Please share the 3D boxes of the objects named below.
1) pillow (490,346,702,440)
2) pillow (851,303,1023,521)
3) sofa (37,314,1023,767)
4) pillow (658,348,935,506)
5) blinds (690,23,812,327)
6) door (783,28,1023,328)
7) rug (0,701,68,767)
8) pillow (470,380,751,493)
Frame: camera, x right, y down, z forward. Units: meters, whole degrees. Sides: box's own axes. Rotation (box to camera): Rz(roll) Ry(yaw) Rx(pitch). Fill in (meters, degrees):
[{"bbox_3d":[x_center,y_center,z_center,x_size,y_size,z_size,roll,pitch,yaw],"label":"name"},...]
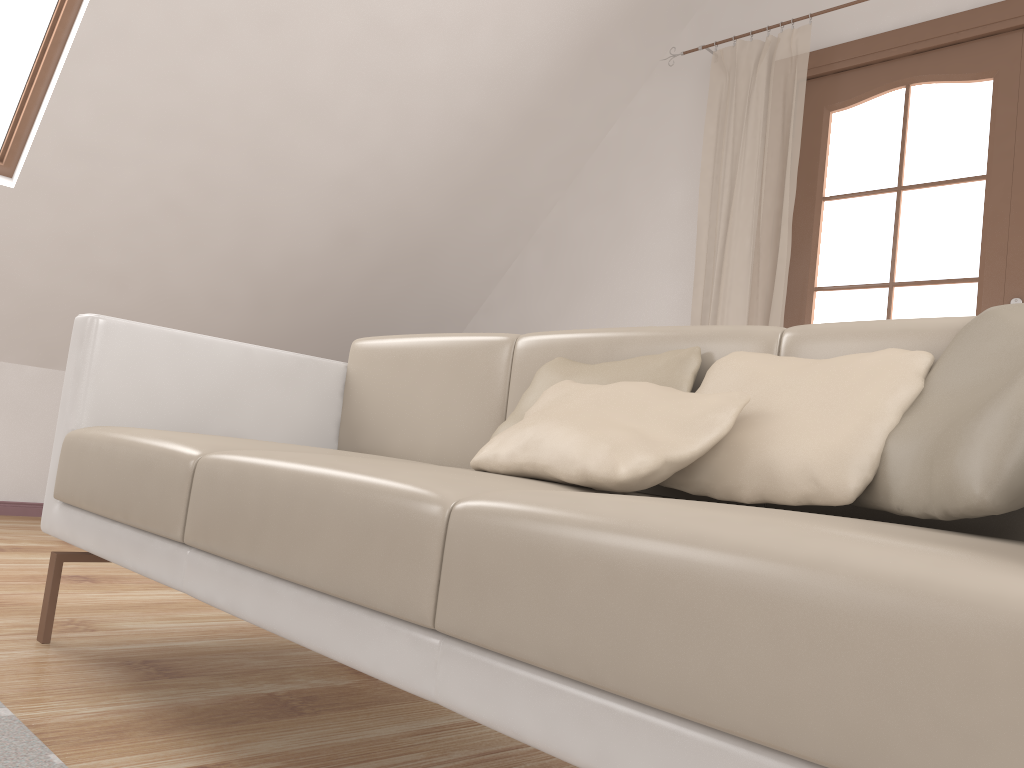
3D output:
[{"bbox_3d":[0.119,0.043,1.438,0.185,0.235,0.351,11,-7,-40],"label":"pillow"},{"bbox_3d":[0.545,0.017,0.937,0.269,0.276,0.424,6,-5,6],"label":"pillow"},{"bbox_3d":[0.016,0.216,1.356,0.820,0.706,1.880,12,-7,-44],"label":"sofa"},{"bbox_3d":[0.353,0.050,1.190,0.196,0.225,0.351,11,-6,-39],"label":"pillow"},{"bbox_3d":[0.843,-0.278,3.332,0.423,2.130,0.120,2,-7,43],"label":"blinds"},{"bbox_3d":[1.515,-0.153,2.752,0.098,2.001,1.546,12,-7,-44],"label":"door"},{"bbox_3d":[-0.998,0.364,0.428,1.600,0.007,2.800,12,-7,-44],"label":"rug"},{"bbox_3d":[0.113,0.067,1.222,0.227,0.170,0.363,11,-6,-39],"label":"pillow"}]
